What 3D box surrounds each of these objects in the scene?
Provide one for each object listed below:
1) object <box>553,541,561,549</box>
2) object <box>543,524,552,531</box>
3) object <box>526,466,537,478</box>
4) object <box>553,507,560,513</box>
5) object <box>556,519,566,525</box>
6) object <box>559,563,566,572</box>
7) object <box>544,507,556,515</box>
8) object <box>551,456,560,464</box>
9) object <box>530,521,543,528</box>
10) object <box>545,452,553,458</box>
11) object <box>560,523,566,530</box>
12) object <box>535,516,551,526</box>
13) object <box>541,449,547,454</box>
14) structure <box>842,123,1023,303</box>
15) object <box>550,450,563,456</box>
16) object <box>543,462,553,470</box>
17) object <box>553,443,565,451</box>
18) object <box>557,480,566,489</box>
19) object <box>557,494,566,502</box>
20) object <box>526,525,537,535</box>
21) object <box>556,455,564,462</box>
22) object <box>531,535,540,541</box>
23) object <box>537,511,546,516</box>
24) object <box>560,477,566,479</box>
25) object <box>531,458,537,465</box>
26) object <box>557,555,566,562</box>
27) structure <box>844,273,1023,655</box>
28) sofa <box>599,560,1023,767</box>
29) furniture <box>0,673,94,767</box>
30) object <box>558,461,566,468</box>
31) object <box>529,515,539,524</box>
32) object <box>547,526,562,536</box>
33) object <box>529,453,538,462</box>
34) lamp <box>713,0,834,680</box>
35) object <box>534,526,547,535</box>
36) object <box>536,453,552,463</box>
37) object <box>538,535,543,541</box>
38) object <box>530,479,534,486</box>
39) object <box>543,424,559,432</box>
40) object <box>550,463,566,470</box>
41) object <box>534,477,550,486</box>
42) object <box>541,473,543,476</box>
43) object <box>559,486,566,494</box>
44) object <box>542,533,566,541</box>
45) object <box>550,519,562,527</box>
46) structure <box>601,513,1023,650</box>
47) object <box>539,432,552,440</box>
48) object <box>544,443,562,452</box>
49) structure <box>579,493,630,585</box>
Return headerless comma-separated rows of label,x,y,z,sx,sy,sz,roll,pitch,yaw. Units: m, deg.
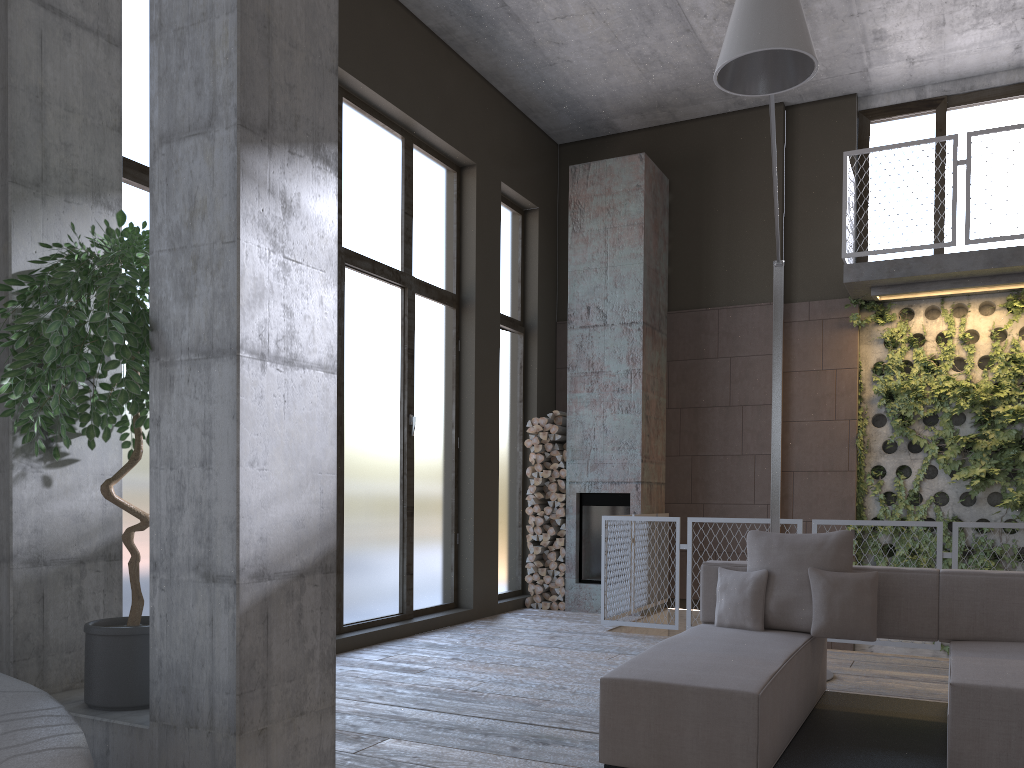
object,0.562,1.686,9.256,0.091,0.089,0.458,-1,-7,26
object,0.445,1.536,9.330,0.101,0.086,0.365,-1,-7,26
object,0.253,0.945,9.340,0.064,0.124,0.366,0,-6,25
object,0.542,1.328,9.254,0.067,0.071,0.426,-1,-7,26
object,0.562,1.457,9.229,0.067,0.084,0.428,0,-7,24
object,0.617,1.918,9.227,0.091,0.092,0.440,-1,-7,26
object,0.466,1.338,9.259,0.091,0.089,0.458,-1,-7,25
object,0.518,0.821,9.319,0.104,0.102,0.294,-1,-7,26
object,0.265,1.481,9.263,0.045,0.072,0.252,0,-6,26
object,0.442,0.752,9.269,0.064,0.074,0.361,-1,-7,25
object,0.611,1.485,9.205,0.067,0.084,0.428,0,-7,24
object,0.352,1.443,9.263,0.098,0.106,0.296,-1,-6,28
object,0.376,0.713,9.273,0.089,0.056,0.334,-2,-7,26
structure,4.411,-0.036,6.684,3.685,4.307,3.046,-1,-2,27
object,0.531,0.733,9.220,0.122,0.067,0.366,-2,-8,28
object,0.451,0.878,9.316,0.101,0.086,0.365,-1,-7,26
object,0.547,0.670,9.240,0.067,0.071,0.426,-1,-7,26
object,0.584,1.058,9.175,0.088,0.108,0.367,-1,-7,26
object,0.611,1.194,9.202,0.093,0.083,0.482,-1,-7,26
object,0.264,1.557,9.344,0.088,0.108,0.367,-1,-7,26
object,0.567,0.799,9.215,0.067,0.084,0.428,0,-7,24
object,0.321,1.631,9.357,0.067,0.067,0.425,-1,-7,26
object,0.371,1.371,9.286,0.089,0.056,0.334,-2,-7,26
object,0.607,0.944,9.175,0.101,0.102,0.294,-1,-6,28
object,0.270,0.823,9.249,0.045,0.072,0.252,0,-6,26
object,0.589,1.823,9.229,0.071,0.072,0.425,-1,-7,26
structure,4.384,0.699,7.960,2.628,3.815,1.005,0,0,27
sofa,1.894,1.202,3.379,3.000,0.782,3.031,-3,-8,27
furniture,-1.981,1.181,2.090,1.796,0.808,1.638,3,-6,-26
object,0.597,0.853,9.209,0.071,0.072,0.425,-1,-7,26
object,0.287,1.443,9.345,0.101,0.102,0.294,-1,-6,28
object,0.511,1.545,9.237,0.091,0.089,0.458,-1,-7,28
object,0.292,0.786,9.331,0.101,0.102,0.294,-1,-6,28
lamp,1.528,0.093,4.918,0.756,3.416,2.638,1,-2,14
object,0.364,1.552,9.342,0.092,0.093,0.440,-1,-7,26
object,0.357,0.785,9.249,0.098,0.106,0.296,-1,-6,28
object,0.394,1.629,9.321,0.067,0.067,0.425,-1,-7,26
object,0.306,1.050,9.308,0.067,0.067,0.425,-1,-7,26
object,0.449,0.472,9.200,0.104,0.083,0.365,-1,-7,26
object,0.536,0.884,9.261,0.115,0.079,0.438,-2,-7,26
object,0.372,1.036,9.272,0.093,0.083,0.482,-1,-7,26
object,0.443,0.962,9.262,0.115,0.079,0.438,-2,-7,26
object,0.595,1.114,9.247,0.101,0.086,0.365,-1,-7,26
object,0.460,1.615,9.285,0.093,0.083,0.482,-1,-7,26
object,0.513,1.479,9.332,0.104,0.102,0.294,-1,-7,26
structure,3.176,1.606,7.425,4.432,0.931,1.938,-3,-7,27
object,0.430,0.565,9.250,0.094,0.083,0.483,-1,-7,26
object,0.472,0.680,9.246,0.091,0.089,0.458,-1,-7,25
structure,0.959,1.569,8.902,0.576,0.926,0.056,0,1,27
